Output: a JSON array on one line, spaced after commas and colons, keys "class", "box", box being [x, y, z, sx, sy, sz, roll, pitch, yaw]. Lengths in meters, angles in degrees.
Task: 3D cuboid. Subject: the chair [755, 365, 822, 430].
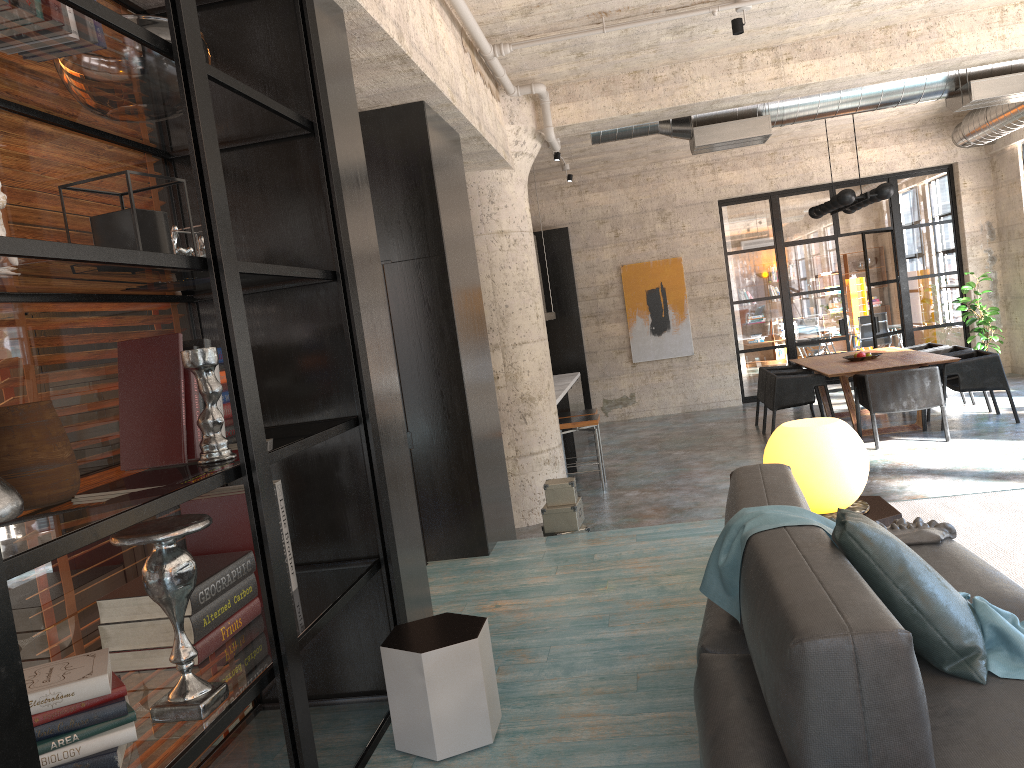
[{"class": "chair", "box": [3.379, 0.149, 10.930, 0.754, 0.738, 0.707, -7, 4, 9]}]

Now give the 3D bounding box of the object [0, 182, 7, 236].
[{"class": "object", "box": [-1.183, -0.366, 1.869, 0.131, 0.280, 0.252, -7, 4, 16]}]

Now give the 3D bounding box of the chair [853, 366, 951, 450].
[{"class": "chair", "box": [3.933, 0.208, 9.026, 0.707, 0.738, 0.754, -7, 4, 9]}]

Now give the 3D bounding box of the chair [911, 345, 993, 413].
[{"class": "chair", "box": [5.039, -0.039, 10.299, 0.754, 0.738, 0.707, -7, 4, 14]}]

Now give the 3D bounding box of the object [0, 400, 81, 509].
[{"class": "object", "box": [-1.088, 0.160, 1.995, 0.190, 0.230, 0.189, -11, 5, -36]}]

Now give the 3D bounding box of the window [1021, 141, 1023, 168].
[{"class": "window", "box": [7.233, -2.146, 13.959, 0.081, 2.530, 7.902, -7, 4, 9]}]

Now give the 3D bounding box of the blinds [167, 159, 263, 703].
[{"class": "blinds", "box": [-1.350, 0.276, 1.815, 0.136, 3.160, 2.915, -7, 4, 9]}]

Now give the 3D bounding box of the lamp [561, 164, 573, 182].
[{"class": "lamp", "box": [0.773, -2.925, 12.314, 0.145, 0.236, 0.107, -9, 4, -8]}]

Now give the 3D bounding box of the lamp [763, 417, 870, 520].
[{"class": "lamp", "box": [1.396, 0.381, 4.079, 0.462, 0.417, 0.462, -5, 5, 37]}]

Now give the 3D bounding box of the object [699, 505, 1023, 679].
[{"class": "object", "box": [0.950, 0.534, 2.261, 0.985, 0.438, 0.444, -5, 5, 35]}]

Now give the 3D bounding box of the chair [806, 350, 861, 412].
[{"class": "chair", "box": [4.293, -0.028, 11.616, 0.707, 0.738, 0.754, -7, 4, 9]}]

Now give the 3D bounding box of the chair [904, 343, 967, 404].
[{"class": "chair", "box": [5.131, -0.108, 11.083, 0.754, 0.738, 0.707, -7, 4, 9]}]

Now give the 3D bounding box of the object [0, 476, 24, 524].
[{"class": "object", "box": [-1.108, 0.066, 1.791, 0.192, 0.447, 0.191, -11, 5, -34]}]

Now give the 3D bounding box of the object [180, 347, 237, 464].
[{"class": "object", "box": [-0.810, 0.055, 2.363, 0.099, 0.301, 0.099, -8, 4, 3]}]

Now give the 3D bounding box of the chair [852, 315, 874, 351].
[{"class": "chair", "box": [6.110, -0.677, 15.158, 0.653, 1.015, 0.684, -7, 4, 8]}]

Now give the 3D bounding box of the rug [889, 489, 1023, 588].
[{"class": "rug", "box": [2.330, 0.909, 1.014, 2.954, 0.032, 7.768, -7, 4, 9]}]

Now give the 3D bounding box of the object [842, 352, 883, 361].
[{"class": "object", "box": [4.028, -0.322, 10.189, 0.435, 0.079, 0.435, -4, 6, 45]}]

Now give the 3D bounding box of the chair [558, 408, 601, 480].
[{"class": "chair", "box": [0.712, 0.653, 9.383, 0.450, 0.698, 0.450, -7, 4, 9]}]

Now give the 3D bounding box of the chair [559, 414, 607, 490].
[{"class": "chair", "box": [0.684, 0.696, 8.841, 0.450, 0.698, 0.450, -7, 4, 9]}]

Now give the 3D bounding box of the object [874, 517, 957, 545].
[{"class": "object", "box": [1.330, 0.556, 3.118, 0.433, 0.185, 0.429, -8, 4, 5]}]

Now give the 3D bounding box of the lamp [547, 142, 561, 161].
[{"class": "lamp", "box": [0.502, -2.752, 10.474, 0.145, 0.236, 0.107, -9, 4, -8]}]

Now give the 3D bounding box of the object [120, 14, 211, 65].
[{"class": "object", "box": [-1.112, -0.912, 2.632, 0.430, 0.217, 0.434, -7, 4, 12]}]

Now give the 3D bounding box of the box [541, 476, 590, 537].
[{"class": "box", "box": [0.319, 0.812, 5.480, 0.280, 0.441, 0.331, -8, 4, -2]}]

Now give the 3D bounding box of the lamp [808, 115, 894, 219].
[{"class": "lamp", "box": [3.739, -2.633, 10.041, 0.583, 1.327, 1.813, -7, 4, 9]}]

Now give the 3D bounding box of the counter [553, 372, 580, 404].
[{"class": "counter", "box": [0.176, 0.084, 10.218, 1.000, 0.046, 3.500, -7, 4, 9]}]

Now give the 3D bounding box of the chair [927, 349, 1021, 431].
[{"class": "chair", "box": [4.871, 0.044, 9.473, 0.754, 0.738, 0.707, -7, 4, 14]}]

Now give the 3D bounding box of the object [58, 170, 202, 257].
[{"class": "object", "box": [-0.883, -0.394, 2.226, 0.200, 0.200, 0.409, -7, 4, 19]}]

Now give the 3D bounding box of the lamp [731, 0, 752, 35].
[{"class": "lamp", "box": [1.525, -2.441, 5.877, 0.141, 0.215, 0.107, -9, 4, -9]}]

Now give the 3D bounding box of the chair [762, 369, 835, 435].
[{"class": "chair", "box": [3.268, 0.216, 10.208, 0.754, 0.738, 0.707, -7, 4, 9]}]

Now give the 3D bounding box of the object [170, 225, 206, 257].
[{"class": "object", "box": [-1.034, -0.399, 2.753, 0.323, 0.177, 0.322, -7, 4, 9]}]

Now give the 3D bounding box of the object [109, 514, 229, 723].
[{"class": "object", "box": [-0.760, 0.529, 2.011, 0.218, 0.433, 0.218, -8, 4, 1]}]
